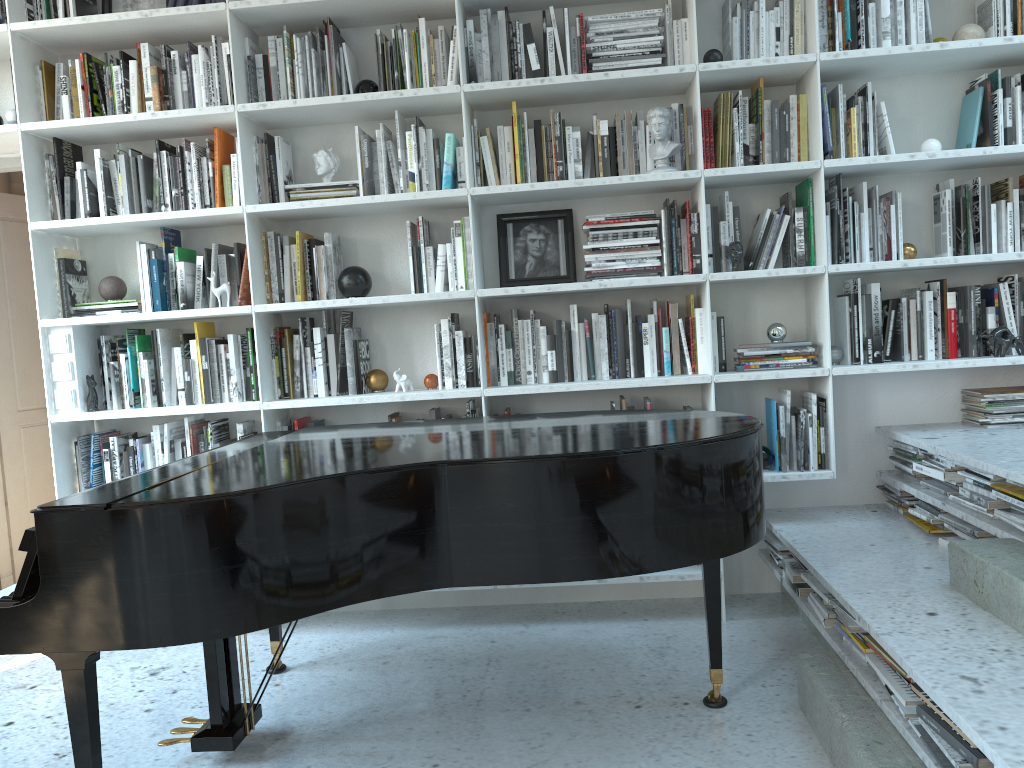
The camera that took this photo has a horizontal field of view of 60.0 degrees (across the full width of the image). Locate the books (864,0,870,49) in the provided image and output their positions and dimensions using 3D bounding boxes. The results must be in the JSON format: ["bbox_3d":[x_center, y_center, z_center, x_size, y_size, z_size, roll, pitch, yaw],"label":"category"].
[{"bbox_3d":[1.280,-1.297,3.267,0.022,0.237,0.164,-3,4,5],"label":"books"}]

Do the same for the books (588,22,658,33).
[{"bbox_3d":[0.421,-1.315,3.339,0.254,0.012,0.160,-3,3,10],"label":"books"}]

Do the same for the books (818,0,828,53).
[{"bbox_3d":[1.141,-1.293,3.301,0.030,0.242,0.138,-3,4,5],"label":"books"}]

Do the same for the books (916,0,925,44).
[{"bbox_3d":[1.465,-1.326,3.247,0.024,0.272,0.169,-3,4,5],"label":"books"}]

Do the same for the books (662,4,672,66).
[{"bbox_3d":[0.580,-1.263,3.323,0.012,0.254,0.160,-3,4,5],"label":"books"}]

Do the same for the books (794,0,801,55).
[{"bbox_3d":[1.035,-1.277,3.279,0.028,0.230,0.176,-3,4,5],"label":"books"}]

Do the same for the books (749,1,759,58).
[{"bbox_3d":[0.895,-1.273,3.306,0.023,0.236,0.178,-3,4,5],"label":"books"}]

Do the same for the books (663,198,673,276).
[{"bbox_3d":[0.600,-0.553,3.407,0.011,0.299,0.130,-3,4,5],"label":"books"}]

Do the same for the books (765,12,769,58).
[{"bbox_3d":[0.929,-1.254,3.295,0.024,0.195,0.172,-3,4,5],"label":"books"}]

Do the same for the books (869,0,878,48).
[{"bbox_3d":[1.322,-1.311,3.278,0.011,0.257,0.131,-3,4,5],"label":"books"}]

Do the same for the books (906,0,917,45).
[{"bbox_3d":[1.444,-1.305,3.261,0.021,0.232,0.182,-3,4,5],"label":"books"}]

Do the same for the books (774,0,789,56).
[{"bbox_3d":[1.002,-1.309,3.297,0.028,0.294,0.154,-3,4,5],"label":"books"}]

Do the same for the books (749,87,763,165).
[{"bbox_3d":[0.910,-0.933,3.311,0.019,0.293,0.182,-3,4,5],"label":"books"}]

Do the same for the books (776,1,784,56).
[{"bbox_3d":[0.987,-1.278,3.299,0.024,0.234,0.149,-3,4,5],"label":"books"}]

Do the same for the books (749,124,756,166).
[{"bbox_3d":[0.896,-0.879,3.356,0.030,0.181,0.131,-3,4,5],"label":"books"}]

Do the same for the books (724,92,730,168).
[{"bbox_3d":[0.797,-0.927,3.331,0.035,0.293,0.145,-3,4,5],"label":"books"}]

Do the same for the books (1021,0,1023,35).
[{"bbox_3d":[1.830,-1.317,3.245,0.012,0.206,0.137,-3,4,5],"label":"books"}]

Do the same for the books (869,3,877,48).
[{"bbox_3d":[1.306,-1.278,3.275,0.025,0.194,0.170,-3,4,5],"label":"books"}]

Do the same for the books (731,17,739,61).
[{"bbox_3d":[0.819,-1.242,3.304,0.028,0.185,0.181,-3,4,5],"label":"books"}]

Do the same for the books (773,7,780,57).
[{"bbox_3d":[0.968,-1.265,3.294,0.029,0.211,0.157,-3,4,5],"label":"books"}]

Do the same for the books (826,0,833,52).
[{"bbox_3d":[1.161,-1.312,3.294,0.014,0.279,0.153,-3,4,5],"label":"books"}]

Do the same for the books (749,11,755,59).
[{"bbox_3d":[0.882,-1.258,3.314,0.023,0.207,0.170,-3,4,5],"label":"books"}]

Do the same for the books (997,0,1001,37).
[{"bbox_3d":[1.751,-1.311,3.248,0.005,0.205,0.153,-3,4,5],"label":"books"}]

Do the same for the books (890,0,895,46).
[{"bbox_3d":[1.370,-1.333,3.274,0.027,0.295,0.159,-3,4,5],"label":"books"}]

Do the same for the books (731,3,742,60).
[{"bbox_3d":[0.838,-1.274,3.321,0.024,0.243,0.159,-3,4,5],"label":"books"}]

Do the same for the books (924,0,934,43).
[{"bbox_3d":[1.505,-1.320,3.267,0.034,0.254,0.160,-3,4,5],"label":"books"}]

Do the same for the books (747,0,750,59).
[{"bbox_3d":[0.869,-1.292,3.313,0.019,0.275,0.145,-3,4,5],"label":"books"}]

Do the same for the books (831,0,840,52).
[{"bbox_3d":[1.175,-1.296,3.278,0.014,0.248,0.176,-3,4,5],"label":"books"}]

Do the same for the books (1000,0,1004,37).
[{"bbox_3d":[1.758,-1.325,3.244,0.012,0.232,0.154,-3,4,5],"label":"books"}]

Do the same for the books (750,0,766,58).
[{"bbox_3d":[0.909,-1.292,3.282,0.028,0.275,0.186,-3,4,5],"label":"books"}]

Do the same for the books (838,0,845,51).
[{"bbox_3d":[1.211,-1.318,3.302,0.014,0.284,0.135,-3,4,5],"label":"books"}]

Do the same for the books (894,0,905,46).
[{"bbox_3d":[1.396,-1.308,3.259,0.025,0.245,0.183,-3,4,5],"label":"books"}]

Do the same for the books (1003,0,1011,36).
[{"bbox_3d":[1.769,-1.342,3.230,0.015,0.268,0.164,-3,4,5],"label":"books"}]

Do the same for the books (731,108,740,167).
[{"bbox_3d":[0.832,-0.899,3.337,0.015,0.232,0.180,-3,4,5],"label":"books"}]

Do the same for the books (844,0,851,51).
[{"bbox_3d":[1.224,-1.294,3.283,0.013,0.236,0.157,-3,4,5],"label":"books"}]

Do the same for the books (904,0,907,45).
[{"bbox_3d":[1.422,-1.320,3.276,0.024,0.262,0.133,-3,4,5],"label":"books"}]

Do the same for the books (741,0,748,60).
[{"bbox_3d":[0.855,-1.278,3.314,0.028,0.250,0.164,-3,4,5],"label":"books"}]

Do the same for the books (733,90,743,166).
[{"bbox_3d":[0.846,-0.931,3.330,0.019,0.294,0.163,-3,4,5],"label":"books"}]

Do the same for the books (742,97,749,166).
[{"bbox_3d":[0.868,-0.925,3.352,0.035,0.278,0.139,-3,4,5],"label":"books"}]

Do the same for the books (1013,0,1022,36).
[{"bbox_3d":[1.814,-1.326,3.241,0.016,0.228,0.160,-3,4,5],"label":"books"}]

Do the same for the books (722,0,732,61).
[{"bbox_3d":[0.805,-1.293,3.323,0.018,0.285,0.159,-3,4,5],"label":"books"}]

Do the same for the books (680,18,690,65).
[{"bbox_3d":[0.646,-1.244,3.338,0.030,0.205,0.158,-3,4,5],"label":"books"}]

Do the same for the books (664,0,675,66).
[{"bbox_3d":[0.591,-1.297,3.335,0.012,0.319,0.139,-3,4,5],"label":"books"}]

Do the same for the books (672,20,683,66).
[{"bbox_3d":[0.616,-1.238,3.335,0.029,0.198,0.171,-3,4,5],"label":"books"}]

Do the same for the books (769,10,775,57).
[{"bbox_3d":[0.948,-1.256,3.296,0.027,0.196,0.185,-3,4,5],"label":"books"}]

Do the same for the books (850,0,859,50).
[{"bbox_3d":[1.244,-1.285,3.284,0.026,0.216,0.161,-3,4,5],"label":"books"}]

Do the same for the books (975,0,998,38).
[{"bbox_3d":[1.740,-1.318,3.252,0.015,0.220,0.139,-3,4,5],"label":"books"}]

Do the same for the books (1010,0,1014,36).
[{"bbox_3d":[1.786,-1.332,3.241,0.016,0.244,0.151,-3,4,5],"label":"books"}]

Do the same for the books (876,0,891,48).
[{"bbox_3d":[1.341,-1.313,3.252,0.030,0.263,0.182,-3,4,5],"label":"books"}]

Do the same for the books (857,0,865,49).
[{"bbox_3d":[1.260,-1.317,3.261,0.014,0.280,0.177,-3,4,5],"label":"books"}]

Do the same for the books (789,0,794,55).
[{"bbox_3d":[1.018,-1.301,3.294,0.025,0.277,0.172,-3,4,5],"label":"books"}]

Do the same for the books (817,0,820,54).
[{"bbox_3d":[1.097,-1.293,3.281,0.028,0.251,0.190,-3,4,5],"label":"books"}]

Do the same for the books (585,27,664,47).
[{"bbox_3d":[0.422,-1.304,3.349,0.285,0.012,0.159,-4,3,4],"label":"books"}]

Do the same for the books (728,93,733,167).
[{"bbox_3d":[0.811,-0.929,3.345,0.035,0.293,0.145,-3,4,5],"label":"books"}]

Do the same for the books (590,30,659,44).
[{"bbox_3d":[0.423,-1.292,3.347,0.254,0.012,0.160,-3,3,7],"label":"books"}]

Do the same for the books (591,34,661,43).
[{"bbox_3d":[0.424,-1.279,3.346,0.254,0.012,0.160,-4,3,2],"label":"books"}]

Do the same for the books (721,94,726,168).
[{"bbox_3d":[0.785,-0.927,3.347,0.035,0.293,0.145,-3,4,5],"label":"books"}]

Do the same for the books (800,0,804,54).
[{"bbox_3d":[1.055,-1.284,3.292,0.026,0.238,0.173,-3,4,5],"label":"books"}]

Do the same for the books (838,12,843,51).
[{"bbox_3d":[1.195,-1.264,3.291,0.021,0.179,0.136,-3,4,5],"label":"books"}]
